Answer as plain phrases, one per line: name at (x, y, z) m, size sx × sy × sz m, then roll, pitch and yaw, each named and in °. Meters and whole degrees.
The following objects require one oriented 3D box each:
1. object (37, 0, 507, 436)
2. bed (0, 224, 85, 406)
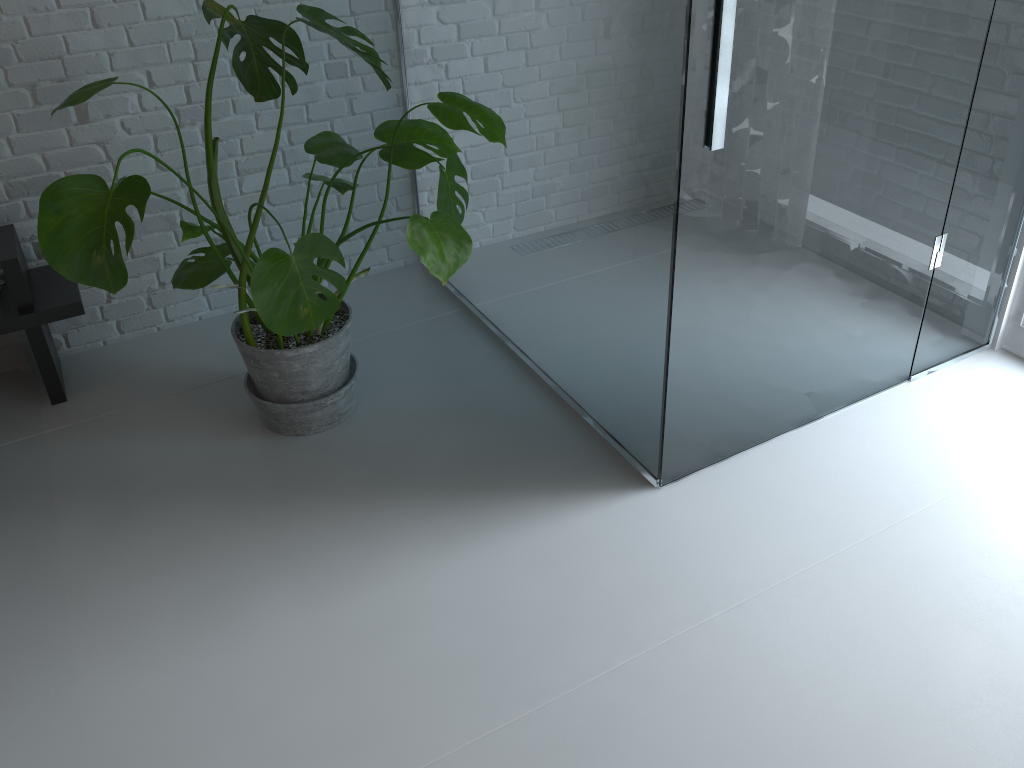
object at (-0.495, -0.344, 2.109) m, size 0.990 × 1.009 × 0.884 m, roll -7°, pitch 32°, yaw -8°
bed at (-1.803, 0.068, 0.693) m, size 2.580 × 1.967 × 2.687 m, roll -18°, pitch 36°, yaw -23°
